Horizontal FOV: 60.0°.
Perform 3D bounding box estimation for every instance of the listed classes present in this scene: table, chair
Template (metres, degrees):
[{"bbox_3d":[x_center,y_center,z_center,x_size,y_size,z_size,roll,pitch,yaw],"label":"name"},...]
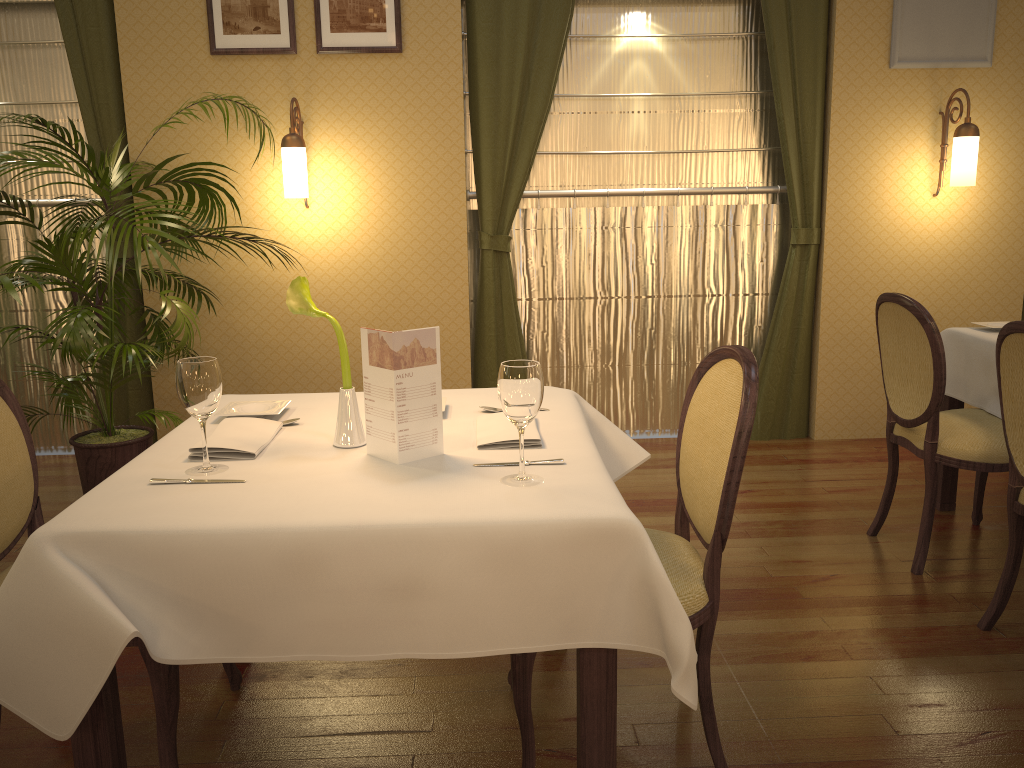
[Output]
[{"bbox_3d":[2.331,0.293,2.854,1.385,0.759,2.152,-1,11,-2],"label":"table"},{"bbox_3d":[-0.990,0.416,2.064,0.571,0.955,0.530,-1,11,-2],"label":"chair"},{"bbox_3d":[1.628,0.297,2.412,0.571,0.955,0.530,-1,11,-2],"label":"chair"},{"bbox_3d":[1.598,0.145,3.169,0.571,0.955,0.530,-1,11,-2],"label":"chair"},{"bbox_3d":[0.253,0.394,2.059,0.571,0.955,0.530,-1,11,-2],"label":"chair"},{"bbox_3d":[-0.285,0.493,2.103,1.389,0.759,1.395,-1,11,-1],"label":"table"}]

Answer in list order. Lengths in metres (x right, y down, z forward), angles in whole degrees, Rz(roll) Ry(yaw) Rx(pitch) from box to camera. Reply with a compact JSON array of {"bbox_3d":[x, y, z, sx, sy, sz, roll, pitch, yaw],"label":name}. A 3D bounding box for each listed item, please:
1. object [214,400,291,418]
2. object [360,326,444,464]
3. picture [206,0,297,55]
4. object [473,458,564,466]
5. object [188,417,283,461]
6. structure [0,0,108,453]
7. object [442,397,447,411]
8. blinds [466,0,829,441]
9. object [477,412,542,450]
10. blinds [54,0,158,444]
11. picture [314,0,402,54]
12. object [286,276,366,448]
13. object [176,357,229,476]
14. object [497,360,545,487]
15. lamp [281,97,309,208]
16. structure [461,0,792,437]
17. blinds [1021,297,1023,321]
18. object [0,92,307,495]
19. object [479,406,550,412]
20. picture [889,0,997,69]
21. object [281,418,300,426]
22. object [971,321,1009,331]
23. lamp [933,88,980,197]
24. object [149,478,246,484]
[{"bbox_3d":[-0.659,0.072,2.267,0.160,0.024,0.160,-1,11,-2],"label":"object"},{"bbox_3d":[-0.234,0.024,1.832,0.166,0.277,0.081,0,11,4],"label":"object"},{"bbox_3d":[-1.253,-1.895,4.222,0.412,0.619,0.022,-1,11,-2],"label":"picture"},{"bbox_3d":[0.013,0.160,1.800,0.185,0.010,0.017,-1,11,-2],"label":"object"},{"bbox_3d":[-0.618,0.122,2.004,0.142,0.033,0.273,-1,11,-2],"label":"object"},{"bbox_3d":[-2.831,-1.829,4.354,1.942,4.511,0.123,-1,11,-2],"label":"structure"},{"bbox_3d":[-0.249,0.064,2.268,0.160,0.024,0.160,-1,11,-2],"label":"object"},{"bbox_3d":[0.680,-1.906,4.355,1.878,4.537,0.129,-1,11,-2],"label":"blinds"},{"bbox_3d":[-0.011,0.105,2.051,0.142,0.024,0.273,-1,11,-2],"label":"object"},{"bbox_3d":[-2.825,-1.818,4.240,1.934,4.537,0.225,-2,11,-3],"label":"blinds"},{"bbox_3d":[-0.745,-1.908,4.240,0.412,0.619,0.022,-1,11,-2],"label":"picture"},{"bbox_3d":[-0.406,-0.050,1.959,0.163,0.375,0.076,3,12,19],"label":"object"},{"bbox_3d":[-0.623,0.064,1.782,0.088,0.229,0.088,-12,16,-43],"label":"object"},{"bbox_3d":[0.018,0.073,1.677,0.088,0.229,0.088,-12,16,-43],"label":"object"},{"bbox_3d":[-1.041,-1.100,4.233,0.114,0.513,0.323,-4,12,-13],"label":"lamp"},{"bbox_3d":[0.668,-1.917,4.474,1.900,4.511,0.134,-1,11,-2],"label":"structure"},{"bbox_3d":[3.595,-1.981,4.459,1.876,4.537,0.129,-1,11,-2],"label":"blinds"},{"bbox_3d":[-1.715,-0.365,3.883,1.496,1.807,1.552,-5,12,-21],"label":"object"},{"bbox_3d":[0.007,0.063,2.268,0.181,0.015,0.038,-1,11,-1],"label":"object"},{"bbox_3d":[2.132,-1.953,4.343,0.512,0.769,0.027,-1,11,-2],"label":"picture"},{"bbox_3d":[-0.609,0.095,2.169,0.181,0.015,0.038,-1,11,-1],"label":"object"},{"bbox_3d":[1.925,-0.223,3.491,0.160,0.024,0.160,-1,11,-2],"label":"object"},{"bbox_3d":[2.151,-1.182,4.347,0.114,0.513,0.323,-4,12,-13],"label":"lamp"},{"bbox_3d":[-0.609,0.187,1.722,0.185,0.010,0.017,-1,11,-1],"label":"object"}]
